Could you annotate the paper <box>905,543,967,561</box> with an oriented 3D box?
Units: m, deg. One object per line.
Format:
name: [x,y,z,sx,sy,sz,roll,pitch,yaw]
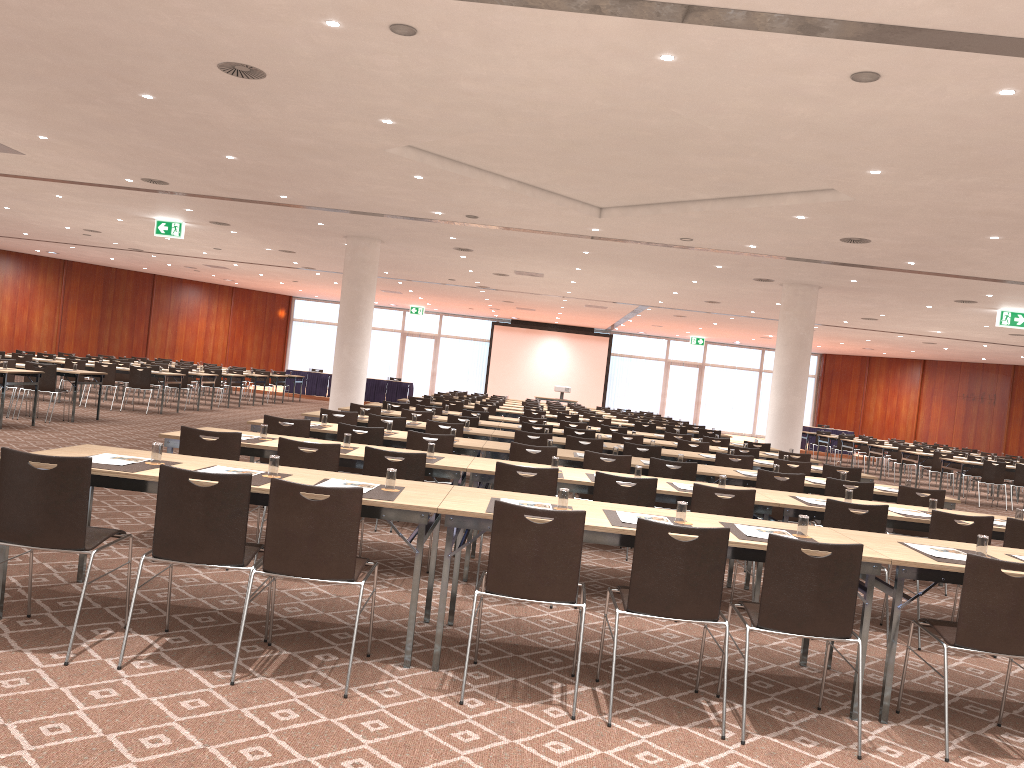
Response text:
paper: [2.342,0.911,4.796,0.283,0.006,0.398,6,0,1]

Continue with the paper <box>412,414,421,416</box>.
paper: [-1.389,0.447,12.859,0.283,0.006,0.398,6,0,2]

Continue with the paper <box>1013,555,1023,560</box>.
paper: [2.947,0.978,4.784,0.283,0.006,0.398,6,0,-1]

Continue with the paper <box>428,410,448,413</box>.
paper: [-1.288,0.449,14.796,0.460,0.003,0.565,6,0,0]

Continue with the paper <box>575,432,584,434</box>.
paper: [0.894,0.698,12.817,0.283,0.006,0.398,6,0,5]

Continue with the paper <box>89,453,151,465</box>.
paper: [-2.192,0.413,4.879,0.283,0.006,0.398,6,0,1]

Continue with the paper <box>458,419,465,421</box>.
paper: [-0.729,0.519,12.842,0.283,0.006,0.398,6,0,1]

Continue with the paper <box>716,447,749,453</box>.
paper: [3.222,0.958,12.712,0.460,0.003,0.565,6,0,0]

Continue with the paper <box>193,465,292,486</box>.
paper: [-1.497,0.494,4.799,0.460,0.003,0.565,6,0,4]

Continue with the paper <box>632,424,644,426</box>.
paper: [2.623,0.850,18.282,0.283,0.006,0.398,6,0,3]

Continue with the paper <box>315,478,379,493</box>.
paper: [-0.899,0.555,4.854,0.283,0.006,0.398,6,0,3]

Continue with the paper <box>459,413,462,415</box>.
paper: [-0.636,0.520,14.772,0.460,0.003,0.565,6,0,-1]

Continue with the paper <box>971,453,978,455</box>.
paper: [12.454,1.889,24.071,0.283,0.006,0.398,6,0,1]

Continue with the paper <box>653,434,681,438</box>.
paper: [2.606,0.877,14.713,0.460,0.003,0.565,6,0,2]

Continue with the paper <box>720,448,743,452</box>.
paper: [3.143,0.945,12.759,0.283,0.006,0.398,6,0,2]

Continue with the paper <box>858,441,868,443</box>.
paper: [9.585,1.579,24.048,0.460,0.003,0.565,6,0,0]

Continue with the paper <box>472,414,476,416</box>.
paper: [-0.669,0.512,14.836,0.283,0.006,0.398,6,0,1]

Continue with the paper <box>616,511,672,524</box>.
paper: [0.721,0.733,4.806,0.283,0.006,0.398,6,0,2]

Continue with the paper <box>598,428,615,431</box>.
paper: [1.575,0.759,14.808,0.283,0.006,0.398,6,0,2]

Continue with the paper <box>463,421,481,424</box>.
paper: [-0.682,0.529,12.769,0.460,0.003,0.565,6,0,-2]

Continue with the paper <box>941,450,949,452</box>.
paper: [11.860,1.828,24.039,0.460,0.003,0.565,6,0,4]

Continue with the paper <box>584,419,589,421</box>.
paper: [1.699,0.753,18.214,0.460,0.003,0.565,6,0,2]

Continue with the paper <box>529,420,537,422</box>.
paper: [0.284,0.617,14.817,0.283,0.006,0.398,6,0,1]

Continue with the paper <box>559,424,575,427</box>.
paper: [0.932,0.688,14.817,0.283,0.006,0.398,6,0,0]

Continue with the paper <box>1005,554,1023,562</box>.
paper: [2.998,0.987,4.726,0.460,0.003,0.565,6,0,4]

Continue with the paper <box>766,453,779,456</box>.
paper: [3.821,1.019,12.749,0.283,0.006,0.398,6,0,3]

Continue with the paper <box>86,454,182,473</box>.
paper: [-2.126,0.425,4.792,0.460,0.003,0.565,6,0,5]

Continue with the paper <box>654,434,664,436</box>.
paper: [2.529,0.864,14.777,0.283,0.006,0.398,6,0,1]

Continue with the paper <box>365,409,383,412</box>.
paper: [-1.994,0.380,12.876,0.283,0.006,0.398,6,0,4]

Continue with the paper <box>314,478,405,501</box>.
paper: [-0.834,0.567,4.774,0.460,0.003,0.565,6,0,-1]

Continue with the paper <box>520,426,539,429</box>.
paper: [0.254,0.627,12.826,0.283,0.006,0.398,6,0,-1]

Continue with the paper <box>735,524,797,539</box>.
paper: [1.379,0.805,4.796,0.283,0.006,0.398,6,0,4]

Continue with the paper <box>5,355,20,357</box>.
paper: [-10.423,-0.583,18.560,0.283,0.006,0.398,6,0,4]

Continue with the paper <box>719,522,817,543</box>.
paper: [1.394,0.811,4.764,0.460,0.003,0.565,6,0,3]

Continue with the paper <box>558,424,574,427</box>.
paper: [0.995,0.700,14.755,0.460,0.003,0.565,6,0,0]

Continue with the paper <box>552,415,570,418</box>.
paper: [1.054,0.682,18.257,0.460,0.003,0.565,6,0,0]

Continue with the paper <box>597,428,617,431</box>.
paper: [1.652,0.772,14.717,0.460,0.003,0.565,6,0,2]

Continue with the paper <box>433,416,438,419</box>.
paper: [-1.303,0.461,12.795,0.460,0.003,0.565,6,0,1]

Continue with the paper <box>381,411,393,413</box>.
paper: [-1.970,0.387,12.823,0.460,0.003,0.565,6,0,0]

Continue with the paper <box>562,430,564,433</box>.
paper: [0.943,0.708,12.727,0.460,0.003,0.565,6,0,3]

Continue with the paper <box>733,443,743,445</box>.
paper: [3.831,1.007,14.731,0.283,0.006,0.398,6,0,-1]

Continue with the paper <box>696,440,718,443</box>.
paper: [3.244,0.947,14.679,0.460,0.003,0.565,6,0,5]

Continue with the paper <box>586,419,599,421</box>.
paper: [1.677,0.746,18.288,0.283,0.006,0.398,6,0,1]

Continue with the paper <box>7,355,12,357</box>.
paper: [-10.382,-0.574,18.485,0.460,0.003,0.565,6,0,-1]

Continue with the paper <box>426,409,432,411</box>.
paper: [-1.306,0.442,14.843,0.283,0.006,0.398,6,0,2]

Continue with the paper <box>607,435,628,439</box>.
paper: [1.521,0.767,12.788,0.283,0.006,0.398,6,0,1]

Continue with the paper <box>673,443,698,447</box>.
paper: [2.558,0.885,12.697,0.460,0.003,0.565,6,0,0]

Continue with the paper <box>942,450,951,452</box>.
paper: [11.795,1.817,24.064,0.283,0.006,0.398,6,0,0]

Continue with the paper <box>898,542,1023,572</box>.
paper: [2.396,0.921,4.740,0.460,0.003,0.565,6,0,4]

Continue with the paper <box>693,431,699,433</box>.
paper: [3.967,1.002,18.184,0.460,0.003,0.565,6,0,-2]

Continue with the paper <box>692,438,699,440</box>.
paper: [3.173,0.934,14.774,0.283,0.006,0.398,6,0,4]

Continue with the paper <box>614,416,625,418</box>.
paper: [2.715,0.833,22.268,0.283,0.006,0.398,6,0,-1]

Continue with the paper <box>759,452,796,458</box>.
paper: [3.827,1.024,12.657,0.460,0.003,0.565,6,0,2]

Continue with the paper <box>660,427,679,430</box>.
paper: [3.301,0.929,18.188,0.460,0.003,0.565,6,0,3]

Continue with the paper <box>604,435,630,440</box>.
paper: [1.575,0.777,12.735,0.460,0.003,0.565,6,0,1]

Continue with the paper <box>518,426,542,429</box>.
paper: [0.313,0.638,12.741,0.460,0.003,0.565,6,0,-2]

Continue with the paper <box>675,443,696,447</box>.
paper: [2.495,0.874,12.753,0.283,0.006,0.398,6,0,3]

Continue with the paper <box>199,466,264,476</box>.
paper: [-1.556,0.483,4.864,0.283,0.006,0.398,6,0,4]

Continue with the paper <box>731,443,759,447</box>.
paper: [3.867,1.015,14.695,0.460,0.003,0.565,6,0,2]

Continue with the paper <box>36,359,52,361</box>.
paper: [-9.730,-0.503,18.485,0.460,0.003,0.565,6,0,2]
